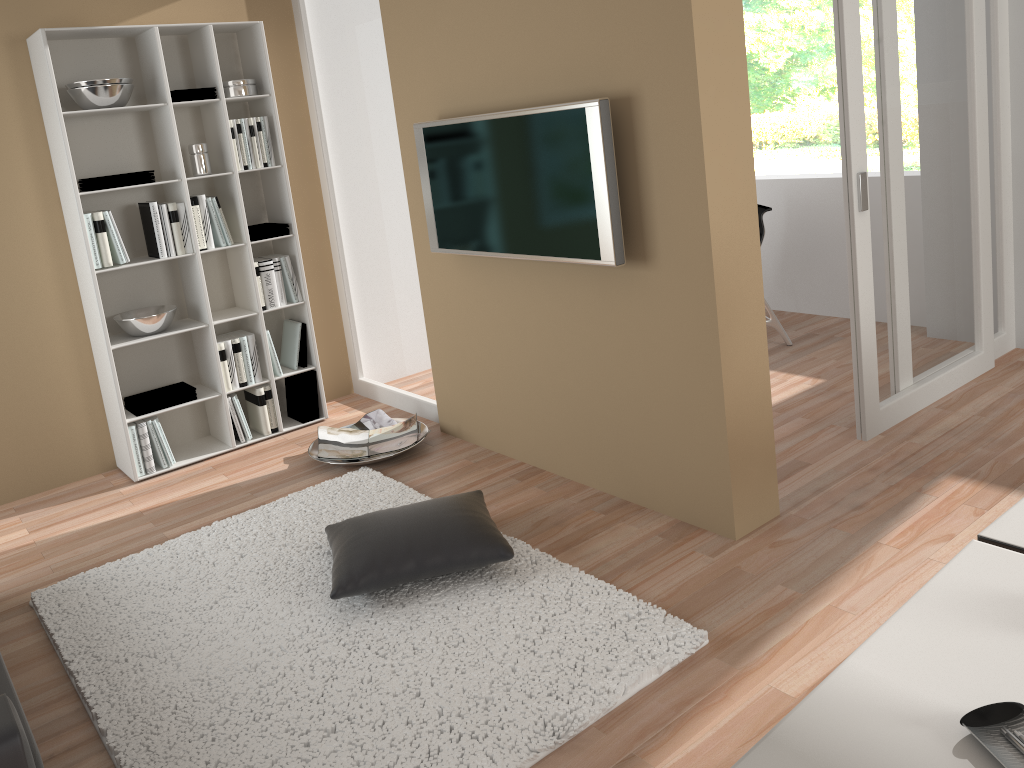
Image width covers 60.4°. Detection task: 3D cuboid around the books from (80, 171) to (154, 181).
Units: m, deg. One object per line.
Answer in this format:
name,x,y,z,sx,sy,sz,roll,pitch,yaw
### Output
books,-1.907,-1.002,4.245,0.302,0.007,0.212,-19,21,-35

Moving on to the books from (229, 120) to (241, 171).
books,-1.468,-1.226,4.544,0.021,0.253,0.209,-15,15,-35

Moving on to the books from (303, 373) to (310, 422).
books,-1.180,0.060,4.881,0.032,0.263,0.213,-15,15,-35

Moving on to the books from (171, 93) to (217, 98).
books,-1.655,-1.444,4.440,0.214,0.006,0.299,-21,22,-39

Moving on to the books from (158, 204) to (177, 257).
books,-1.742,-0.766,4.381,0.041,0.253,0.209,-15,15,-35

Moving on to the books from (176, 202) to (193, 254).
books,-1.677,-0.786,4.432,0.041,0.246,0.209,-15,15,-35

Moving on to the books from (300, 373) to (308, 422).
books,-1.187,0.062,4.873,0.032,0.266,0.218,-15,15,-35

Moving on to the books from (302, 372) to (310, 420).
books,-1.176,0.056,4.884,0.032,0.268,0.221,-15,15,-35

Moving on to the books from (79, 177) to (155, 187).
books,-1.906,-0.975,4.250,0.302,0.006,0.212,-19,21,-35

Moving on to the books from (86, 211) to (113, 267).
books,-1.971,-0.692,4.195,0.041,0.253,0.209,-15,15,-35

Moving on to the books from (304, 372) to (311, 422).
books,-1.171,0.057,4.888,0.032,0.263,0.213,-15,15,-35

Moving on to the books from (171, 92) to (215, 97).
books,-1.658,-1.450,4.439,0.214,0.006,0.300,-21,21,-38

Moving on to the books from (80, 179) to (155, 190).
books,-1.906,-0.964,4.251,0.302,0.006,0.212,-19,21,-35

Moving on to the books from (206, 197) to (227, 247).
books,-1.555,-0.835,4.534,0.061,0.254,0.209,-15,15,-35

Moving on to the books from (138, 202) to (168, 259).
books,-1.775,-0.763,4.355,0.041,0.269,0.209,-15,15,-35

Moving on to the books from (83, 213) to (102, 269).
books,-2.011,-0.680,4.172,0.041,0.253,0.209,-15,15,-35

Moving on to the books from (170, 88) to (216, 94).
books,-1.657,-1.465,4.433,0.214,0.007,0.299,-21,22,-39

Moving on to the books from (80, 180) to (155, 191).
books,-1.905,-0.959,4.252,0.302,0.006,0.212,-19,21,-35

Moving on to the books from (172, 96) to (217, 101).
books,-1.654,-1.429,4.443,0.214,0.006,0.299,-21,22,-39

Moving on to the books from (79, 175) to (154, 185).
books,-1.908,-0.985,4.246,0.302,0.006,0.212,-19,20,-34

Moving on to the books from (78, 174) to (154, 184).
books,-1.911,-0.992,4.249,0.302,0.007,0.212,-19,21,-35

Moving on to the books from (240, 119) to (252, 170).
books,-1.422,-1.244,4.586,0.021,0.253,0.209,-15,15,-35

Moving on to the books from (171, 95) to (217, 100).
books,-1.656,-1.435,4.444,0.299,0.006,0.214,10,24,44

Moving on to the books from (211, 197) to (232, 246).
books,-1.532,-0.840,4.546,0.059,0.252,0.209,-15,15,-35

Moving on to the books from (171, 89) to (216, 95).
books,-1.655,-1.461,4.440,0.214,0.007,0.299,-21,22,-39

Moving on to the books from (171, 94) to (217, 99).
books,-1.654,-1.439,4.441,0.214,0.006,0.299,-21,22,-39

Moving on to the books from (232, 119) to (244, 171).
books,-1.456,-1.233,4.562,0.021,0.253,0.209,-15,15,-35

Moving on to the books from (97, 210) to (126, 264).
books,-1.934,-0.706,4.227,0.061,0.254,0.210,-15,15,-35

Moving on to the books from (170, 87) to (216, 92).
books,-1.656,-1.470,4.433,0.214,0.006,0.299,-21,22,-39

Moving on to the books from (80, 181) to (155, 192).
books,-1.905,-0.954,4.251,0.302,0.007,0.212,-19,21,-35

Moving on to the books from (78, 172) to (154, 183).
books,-1.912,-0.997,4.248,0.302,0.007,0.212,-19,21,-35

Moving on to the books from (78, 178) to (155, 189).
books,-1.908,-0.969,4.249,0.302,0.006,0.212,-20,21,-37

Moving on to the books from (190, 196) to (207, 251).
books,-1.632,-0.816,4.477,0.054,0.266,0.209,-15,15,-35

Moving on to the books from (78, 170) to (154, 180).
books,-1.908,-1.007,4.246,0.302,0.006,0.212,-19,21,-35

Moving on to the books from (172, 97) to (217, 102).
books,-1.653,-1.423,4.445,0.214,0.006,0.299,-21,22,-39

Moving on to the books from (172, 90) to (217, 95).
books,-1.654,-1.456,4.440,0.214,0.007,0.299,-21,22,-39

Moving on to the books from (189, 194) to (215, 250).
books,-1.596,-0.830,4.506,0.041,0.269,0.209,-15,15,-35

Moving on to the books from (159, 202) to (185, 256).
books,-1.706,-0.777,4.402,0.041,0.253,0.209,-15,15,-35

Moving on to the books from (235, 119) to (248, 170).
books,-1.438,-1.239,4.573,0.021,0.253,0.209,-15,15,-35

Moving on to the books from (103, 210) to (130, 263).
books,-1.922,-0.714,4.249,0.059,0.252,0.209,-15,15,-35

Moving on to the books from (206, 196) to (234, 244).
books,-1.528,-0.849,4.568,0.059,0.252,0.209,-15,15,-35

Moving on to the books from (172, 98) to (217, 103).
books,-1.654,-1.418,4.445,0.214,0.007,0.299,-21,22,-39

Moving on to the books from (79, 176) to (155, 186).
books,-1.907,-0.980,4.249,0.302,0.006,0.212,-19,21,-35
